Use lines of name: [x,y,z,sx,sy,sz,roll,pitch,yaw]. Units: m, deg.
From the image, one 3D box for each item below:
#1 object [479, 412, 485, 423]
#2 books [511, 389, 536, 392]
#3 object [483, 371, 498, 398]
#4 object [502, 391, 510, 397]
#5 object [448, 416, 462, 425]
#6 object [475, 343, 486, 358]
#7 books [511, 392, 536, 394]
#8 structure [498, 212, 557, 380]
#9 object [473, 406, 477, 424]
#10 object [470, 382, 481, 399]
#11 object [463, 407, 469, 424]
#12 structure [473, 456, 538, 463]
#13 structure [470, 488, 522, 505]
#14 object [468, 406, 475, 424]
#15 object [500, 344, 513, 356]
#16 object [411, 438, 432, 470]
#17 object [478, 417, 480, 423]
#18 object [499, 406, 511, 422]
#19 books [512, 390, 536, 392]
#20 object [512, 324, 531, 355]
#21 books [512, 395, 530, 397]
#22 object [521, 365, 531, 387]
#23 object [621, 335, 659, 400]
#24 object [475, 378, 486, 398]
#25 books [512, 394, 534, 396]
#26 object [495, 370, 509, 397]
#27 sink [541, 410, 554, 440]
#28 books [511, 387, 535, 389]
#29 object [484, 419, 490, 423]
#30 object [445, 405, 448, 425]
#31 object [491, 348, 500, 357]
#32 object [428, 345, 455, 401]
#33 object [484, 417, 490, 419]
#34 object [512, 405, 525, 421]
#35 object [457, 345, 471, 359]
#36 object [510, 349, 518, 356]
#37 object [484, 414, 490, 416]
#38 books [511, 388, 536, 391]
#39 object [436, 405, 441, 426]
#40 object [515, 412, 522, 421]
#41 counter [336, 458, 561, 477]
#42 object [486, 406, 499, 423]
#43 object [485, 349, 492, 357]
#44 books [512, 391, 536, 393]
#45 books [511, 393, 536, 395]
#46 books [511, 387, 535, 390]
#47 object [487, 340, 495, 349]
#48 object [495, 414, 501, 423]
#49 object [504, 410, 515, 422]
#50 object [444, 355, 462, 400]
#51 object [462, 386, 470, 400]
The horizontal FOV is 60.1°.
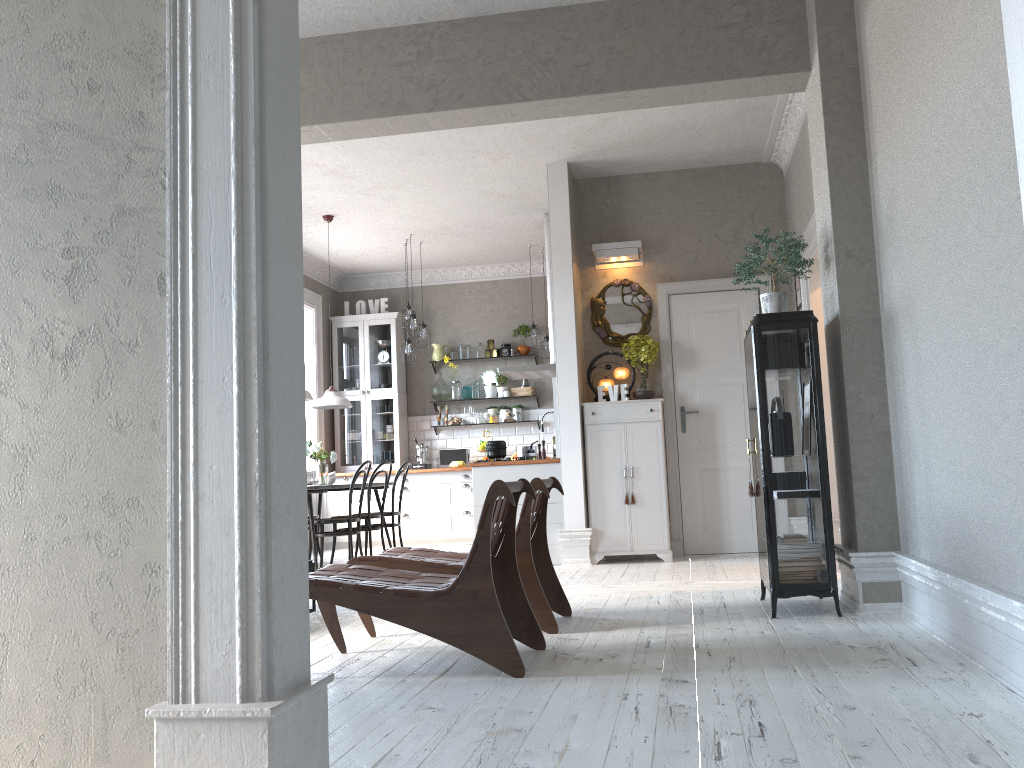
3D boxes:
object: [-0.355,0.406,10.615,0.080,0.139,0.078,-1,-6,-18]
books: [0.139,0.083,10.626,0.258,0.011,0.159,-4,-6,15]
object: [-0.243,0.004,10.717,0.241,0.354,0.238,-6,-7,27]
object: [-0.063,0.121,10.560,0.104,0.071,0.064,-7,-8,39]
object: [-0.689,0.444,10.684,0.178,0.111,0.095,-1,-6,-13]
object: [-0.383,-0.395,10.823,0.142,0.220,0.137,1,-7,-31]
books: [0.140,0.115,10.623,0.258,0.016,0.160,-5,-6,18]
structure: [0.251,-0.887,8.805,0.708,1.595,0.717,-3,-6,10]
object: [-0.466,0.380,10.692,0.082,0.217,0.081,-2,-6,-4]
object: [-0.440,0.082,10.648,0.122,0.206,0.127,-6,-7,32]
object: [-0.550,0.386,10.709,0.082,0.217,0.081,-2,-6,-4]
structure: [-0.027,0.653,7.631,0.493,0.031,0.610,-4,-6,10]
structure: [0.013,1.013,7.585,0.614,0.623,0.626,-4,-6,10]
object: [-0.480,0.371,10.604,0.082,0.217,0.081,-2,-6,-4]
object: [-0.068,-0.399,10.719,0.141,0.174,0.143,-4,-6,10]
object: [-1.088,0.833,10.485,0.204,0.370,0.355,-4,-6,10]
object: [-0.370,0.442,10.690,0.076,0.083,0.079,-6,-7,27]
object: [-0.084,0.363,10.671,0.170,0.214,0.150,-7,-8,39]
books: [0.139,0.093,10.625,0.259,0.011,0.159,-4,-6,12]
object: [0.147,-0.528,10.650,0.256,0.397,0.246,-6,-7,34]
books: [0.141,0.148,10.620,0.259,0.011,0.159,-4,-6,12]
object: [0.155,-0.098,10.637,0.131,0.287,0.130,-2,-6,-5]
object: [1.088,-0.135,7.316,0.291,0.553,0.348,-8,-8,43]
object: [-0.390,0.066,10.796,0.130,0.264,0.133,-4,-6,15]
books: [0.141,0.137,10.621,0.258,0.011,0.159,-4,-6,15]
object: [-0.123,-0.021,10.647,0.187,0.380,0.166,1,-7,-29]
sink: [0.233,0.614,8.255,0.525,0.720,0.489,-3,-6,9]
books: [0.137,0.051,10.630,0.258,0.011,0.159,-4,-6,15]
object: [-0.295,0.441,10.558,0.077,0.051,0.077,-3,-6,2]
object: [-0.789,0.378,10.731,0.063,0.264,0.052,3,-8,-44]
object: [-0.197,-0.366,10.684,0.081,0.113,0.084,-5,-6,20]
object: [-0.883,-0.128,10.726,0.339,0.674,0.333,0,-6,-22]
object: [-0.296,0.424,10.560,0.077,0.051,0.077,-3,-6,2]
object: [0.080,0.355,10.655,0.158,0.213,0.154,-3,-6,7]
object: [-0.576,-0.376,10.755,0.176,0.184,0.168,3,-8,-41]
object: [0.024,-0.376,10.602,0.093,0.096,0.075,-4,-6,10]
object: [-0.297,0.381,10.564,0.077,0.051,0.077,-2,-6,-5]
books: [0.138,0.072,10.627,0.257,0.016,0.160,-5,-6,21]
object: [-0.889,0.386,10.761,0.054,0.264,0.060,0,-6,-19]
object: [0.078,0.392,10.534,0.077,0.108,0.078,-3,-6,3]
counter: [-0.824,0.874,9.059,3.141,0.039,3.413,-4,-6,10]
object: [-0.239,0.367,10.685,0.158,0.217,0.155,-1,-6,-11]
object: [-0.282,-0.360,10.701,0.082,0.113,0.083,-4,-6,10]
books: [0.140,0.105,10.624,0.258,0.011,0.159,-4,-6,15]
books: [0.140,0.126,10.622,0.257,0.016,0.160,-5,-6,21]
books: [0.138,0.062,10.628,0.258,0.016,0.160,-5,-6,18]
object: [-0.256,-0.474,10.695,0.083,0.113,0.082,-1,-6,-10]
object: [-0.172,0.410,10.598,0.077,0.108,0.078,-3,-6,3]
object: [-0.027,0.384,10.570,0.120,0.147,0.099,0,-6,-23]
object: [-0.718,-0.075,10.650,0.191,0.540,0.281,-3,-6,2]
object: [-0.544,0.114,10.752,0.125,0.172,0.127,-4,-6,13]
